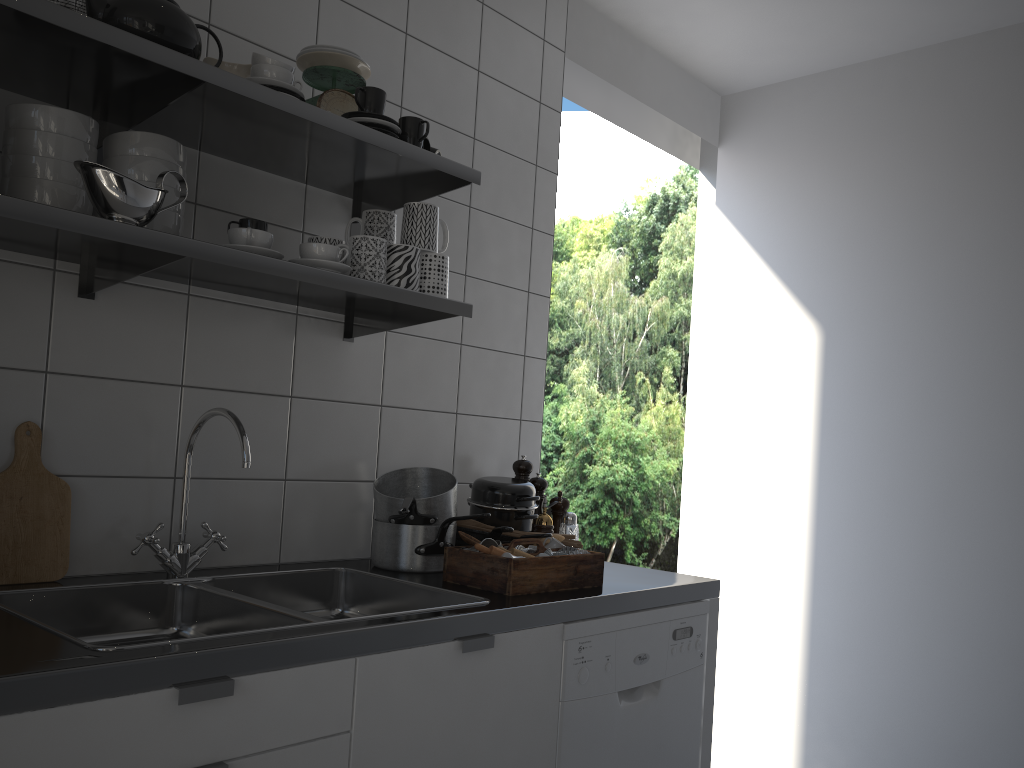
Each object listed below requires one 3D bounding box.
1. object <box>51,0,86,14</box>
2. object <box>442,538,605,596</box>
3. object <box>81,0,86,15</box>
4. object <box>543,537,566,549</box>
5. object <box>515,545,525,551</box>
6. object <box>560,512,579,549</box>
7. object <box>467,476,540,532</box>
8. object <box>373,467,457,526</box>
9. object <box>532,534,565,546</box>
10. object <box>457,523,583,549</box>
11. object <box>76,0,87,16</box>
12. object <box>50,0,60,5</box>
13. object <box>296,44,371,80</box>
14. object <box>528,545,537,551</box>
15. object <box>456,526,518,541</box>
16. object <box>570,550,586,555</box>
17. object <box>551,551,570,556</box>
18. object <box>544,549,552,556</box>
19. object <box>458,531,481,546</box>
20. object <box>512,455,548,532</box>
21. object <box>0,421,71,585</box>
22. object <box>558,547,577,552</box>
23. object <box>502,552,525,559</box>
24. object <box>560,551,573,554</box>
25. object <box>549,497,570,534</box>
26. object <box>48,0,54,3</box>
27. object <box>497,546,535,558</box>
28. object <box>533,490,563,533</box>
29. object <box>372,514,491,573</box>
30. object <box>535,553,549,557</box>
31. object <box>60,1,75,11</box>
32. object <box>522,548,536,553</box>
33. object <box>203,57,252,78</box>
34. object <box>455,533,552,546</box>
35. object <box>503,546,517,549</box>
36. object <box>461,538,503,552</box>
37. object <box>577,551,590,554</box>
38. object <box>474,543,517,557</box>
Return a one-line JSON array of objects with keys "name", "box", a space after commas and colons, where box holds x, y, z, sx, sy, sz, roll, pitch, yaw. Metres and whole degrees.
[{"name": "object", "box": [-0.776, -0.663, 1.562, 0.198, 0.278, 0.379, 2, -4, 25]}, {"name": "object", "box": [0.030, 0.395, 1.976, 0.211, 0.100, 0.301, 0, -6, 44]}, {"name": "object", "box": [-0.786, -0.631, 1.620, 0.020, 0.217, 0.068, 4, -2, -22]}, {"name": "object", "box": [0.093, 0.388, 2.077, 0.053, 0.058, 0.050, 1, -4, 36]}, {"name": "object", "box": [0.021, 0.403, 2.028, 0.035, 0.067, 0.068, 2, -3, 24]}, {"name": "object", "box": [0.156, 0.419, 2.435, 0.069, 0.135, 0.069, 3, -3, 22]}, {"name": "object", "box": [-0.025, 0.326, 2.337, 0.197, 0.159, 0.191, 3, -3, 3]}, {"name": "object", "box": [-0.254, 0.277, 2.050, 0.202, 0.168, 0.372, 2, -4, 19]}, {"name": "object", "box": [0.021, 0.400, 2.067, 0.271, 0.094, 0.050, 7, -4, -43]}, {"name": "object", "box": [0.008, 0.375, 2.191, 0.335, 0.044, 0.064, 3, -4, 9]}, {"name": "object", "box": [-0.769, -0.616, 1.588, 0.023, 0.186, 0.081, 5, -3, -39]}, {"name": "object", "box": [-0.810, -0.616, 1.566, 0.024, 0.175, 0.097, 5, -3, -36]}, {"name": "object", "box": [-0.396, -0.701, 1.966, 0.164, 0.047, 0.163, 3, -4, 2]}, {"name": "object", "box": [0.052, 0.405, 2.069, 0.048, 0.052, 0.048, 3, -3, 16]}, {"name": "object", "box": [-0.036, 0.382, 2.239, 0.246, 0.080, 0.356, 7, -5, -40]}, {"name": "object", "box": [0.149, 0.404, 2.001, 0.069, 0.062, 0.042, 5, -3, -17]}, {"name": "object", "box": [0.113, 0.389, 1.963, 0.053, 0.030, 0.055, 1, -5, 37]}, {"name": "object", "box": [0.082, 0.397, 1.995, 0.034, 0.052, 0.055, 2, -3, 29]}, {"name": "object", "box": [-0.032, 0.390, 2.044, 0.048, 0.106, 0.266, 2, -4, 39]}, {"name": "object", "box": [0.047, 0.344, 2.504, 0.124, 0.282, 0.061, 6, -3, -43]}, {"name": "object", "box": [-0.886, 0.214, 1.614, 0.047, 0.293, 0.158, 2, -3, 42]}, {"name": "object", "box": [0.131, 0.407, 2.039, 0.069, 0.063, 0.040, 4, -3, 0]}, {"name": "object", "box": [0.000, 0.375, 1.847, 0.049, 0.048, 0.048, 6, -4, -37]}, {"name": "object", "box": [0.126, 0.402, 2.017, 0.069, 0.050, 0.053, 3, -3, 4]}, {"name": "object", "box": [0.131, 0.399, 2.506, 0.058, 0.184, 0.058, 4, -2, -19]}, {"name": "object", "box": [-0.823, -0.641, 1.597, 0.085, 0.227, 0.025, 3, -2, 11]}, {"name": "object", "box": [0.065, 0.400, 1.944, 0.220, 0.084, 0.030, 5, -3, -23]}, {"name": "object", "box": [0.092, 0.387, 2.433, 0.058, 0.192, 0.081, 2, -3, 31]}, {"name": "object", "box": [-0.168, 0.365, 2.091, 0.347, 0.153, 0.200, 2, -4, 27]}, {"name": "object", "box": [0.065, 0.387, 1.913, 0.050, 0.043, 0.050, 3, -3, 1]}, {"name": "object", "box": [-0.791, -0.620, 1.580, 0.029, 0.187, 0.153, 5, -3, -34]}, {"name": "object", "box": [0.039, 0.408, 2.015, 0.026, 0.067, 0.068, 2, -3, 34]}, {"name": "object", "box": [-0.561, -0.570, 1.783, 0.127, 0.151, 0.116, 5, -3, -22]}, {"name": "object", "box": [-0.046, 0.394, 2.229, 0.243, 0.082, 0.348, 4, -4, -6]}, {"name": "object", "box": [-0.013, 0.394, 1.990, 0.068, 0.059, 0.054, 1, -4, 38]}, {"name": "object", "box": [-0.068, 0.386, 1.951, 0.084, 0.099, 0.118, 1, -4, 36]}, {"name": "object", "box": [0.154, 0.406, 2.000, 0.069, 0.060, 0.043, 5, -3, -30]}, {"name": "object", "box": [0.019, 0.390, 1.897, 0.217, 0.093, 0.030, 5, -3, -22]}]
